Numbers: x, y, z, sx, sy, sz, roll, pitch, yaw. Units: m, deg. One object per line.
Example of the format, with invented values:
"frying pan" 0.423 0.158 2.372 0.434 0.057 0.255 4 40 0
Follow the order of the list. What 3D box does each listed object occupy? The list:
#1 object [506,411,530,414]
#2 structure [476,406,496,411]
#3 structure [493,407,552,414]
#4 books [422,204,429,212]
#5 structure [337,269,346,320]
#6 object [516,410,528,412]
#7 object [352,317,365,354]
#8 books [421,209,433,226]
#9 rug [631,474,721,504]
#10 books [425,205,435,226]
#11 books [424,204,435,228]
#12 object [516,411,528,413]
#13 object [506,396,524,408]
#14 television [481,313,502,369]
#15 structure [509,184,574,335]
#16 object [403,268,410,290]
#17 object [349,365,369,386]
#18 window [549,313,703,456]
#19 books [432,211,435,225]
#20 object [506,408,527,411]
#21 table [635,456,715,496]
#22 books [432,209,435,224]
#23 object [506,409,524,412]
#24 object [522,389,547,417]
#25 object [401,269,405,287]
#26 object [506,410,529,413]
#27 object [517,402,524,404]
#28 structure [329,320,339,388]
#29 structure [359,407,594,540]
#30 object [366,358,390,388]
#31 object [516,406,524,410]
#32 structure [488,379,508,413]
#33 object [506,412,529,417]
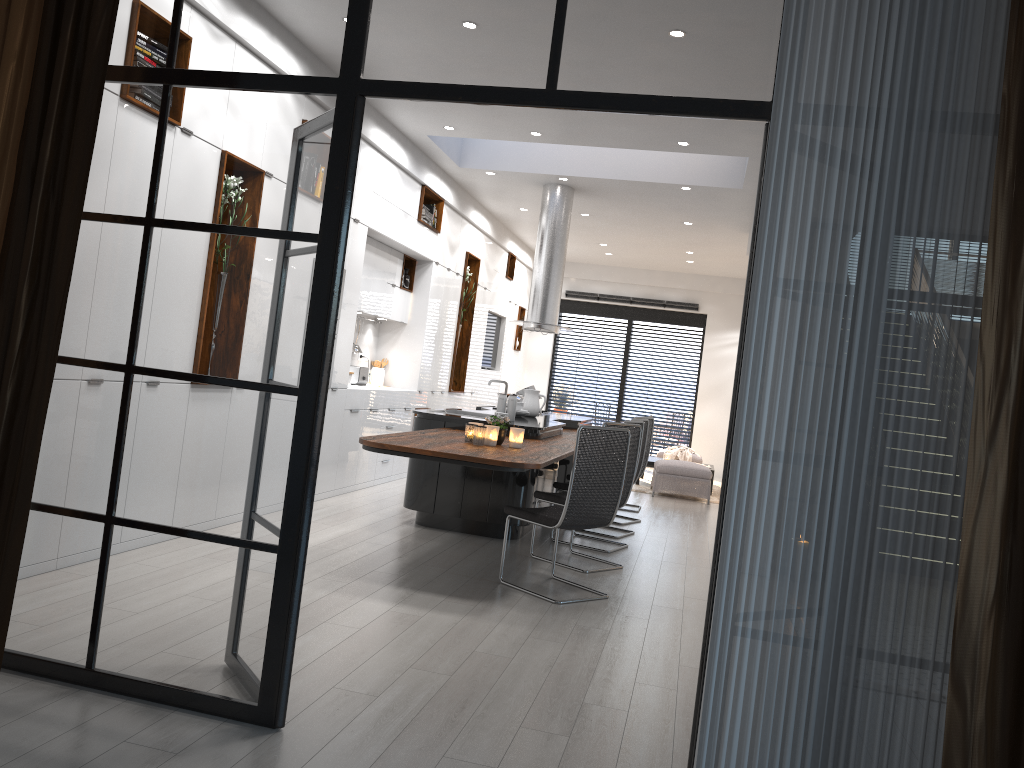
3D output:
"object" 0.030 0.270 8.141 0.264 0.033 0.264 7 1 -41
"structure" -0.513 0.574 13.029 0.221 0.516 1.203 7 0 12
"structure" 0.121 0.280 9.640 0.502 0.026 0.811 7 0 12
"books" -1.025 -1.862 9.369 0.250 0.047 0.307 7 0 8
"structure" -1.699 -0.777 7.180 0.459 0.430 0.594 7 0 12
"object" 0.033 0.244 8.141 0.229 0.016 0.229 7 0 9
"object" -1.599 -0.505 9.111 0.069 0.389 0.320 7 0 13
"books" -1.011 -1.768 9.383 0.279 0.137 0.345 7 0 7
"rug" 2.106 1.401 12.292 1.624 0.020 2.517 7 0 12
"books" -0.947 -1.807 9.589 0.197 0.268 0.025 7 -1 12
"books" -0.941 -1.816 9.673 0.253 0.312 0.030 7 -1 12
"object" 0.031 0.253 8.141 0.229 0.016 0.229 7 0 9
"object" 0.037 0.201 8.775 0.211 0.174 0.211 7 0 19
"television" -0.354 -0.628 13.047 0.050 0.805 1.186 7 0 12
"structure" 0.413 -1.349 9.669 0.696 1.609 1.042 7 -1 11
"object" -1.183 -1.152 9.725 0.124 0.231 0.123 7 -1 13
"object" -1.589 -0.085 9.116 0.177 0.195 0.260 7 0 12
"window" 5.110 -0.883 15.241 8.571 5.063 0.462 7 -1 11
"books" -0.955 -1.815 9.645 0.217 0.272 0.030 7 -1 12
"object" 0.033 0.239 8.141 0.229 0.016 0.229 7 0 9
"table" 2.253 1.255 12.211 1.001 0.350 0.999 7 0 12
"books" -0.944 -1.806 9.614 0.194 0.273 0.025 7 -1 12
"object" 0.032 0.248 8.141 0.229 0.016 0.229 7 0 9
"object" 0.189 0.182 8.396 0.182 0.254 0.211 8 -1 -44
"object" -1.221 -1.176 9.535 0.124 0.275 0.124 7 -1 0
"object" 0.030 0.264 8.141 0.264 0.033 0.264 7 1 -41
"object" 0.039 0.191 8.142 0.138 0.051 0.138 7 0 -8
"structure" -1.743 -0.278 7.168 0.495 0.571 0.594 7 0 12
"structure" -0.008 0.740 7.524 1.378 0.887 5.636 7 0 12
"object" -1.461 -0.133 9.652 0.221 0.316 0.330 7 0 12
"object" 0.036 0.219 8.142 0.138 0.051 0.138 7 0 -8
"structure" -0.132 0.122 7.327 0.177 0.310 0.089 7 -1 12
"object" 0.029 0.276 8.141 0.264 0.033 0.264 7 1 -41
